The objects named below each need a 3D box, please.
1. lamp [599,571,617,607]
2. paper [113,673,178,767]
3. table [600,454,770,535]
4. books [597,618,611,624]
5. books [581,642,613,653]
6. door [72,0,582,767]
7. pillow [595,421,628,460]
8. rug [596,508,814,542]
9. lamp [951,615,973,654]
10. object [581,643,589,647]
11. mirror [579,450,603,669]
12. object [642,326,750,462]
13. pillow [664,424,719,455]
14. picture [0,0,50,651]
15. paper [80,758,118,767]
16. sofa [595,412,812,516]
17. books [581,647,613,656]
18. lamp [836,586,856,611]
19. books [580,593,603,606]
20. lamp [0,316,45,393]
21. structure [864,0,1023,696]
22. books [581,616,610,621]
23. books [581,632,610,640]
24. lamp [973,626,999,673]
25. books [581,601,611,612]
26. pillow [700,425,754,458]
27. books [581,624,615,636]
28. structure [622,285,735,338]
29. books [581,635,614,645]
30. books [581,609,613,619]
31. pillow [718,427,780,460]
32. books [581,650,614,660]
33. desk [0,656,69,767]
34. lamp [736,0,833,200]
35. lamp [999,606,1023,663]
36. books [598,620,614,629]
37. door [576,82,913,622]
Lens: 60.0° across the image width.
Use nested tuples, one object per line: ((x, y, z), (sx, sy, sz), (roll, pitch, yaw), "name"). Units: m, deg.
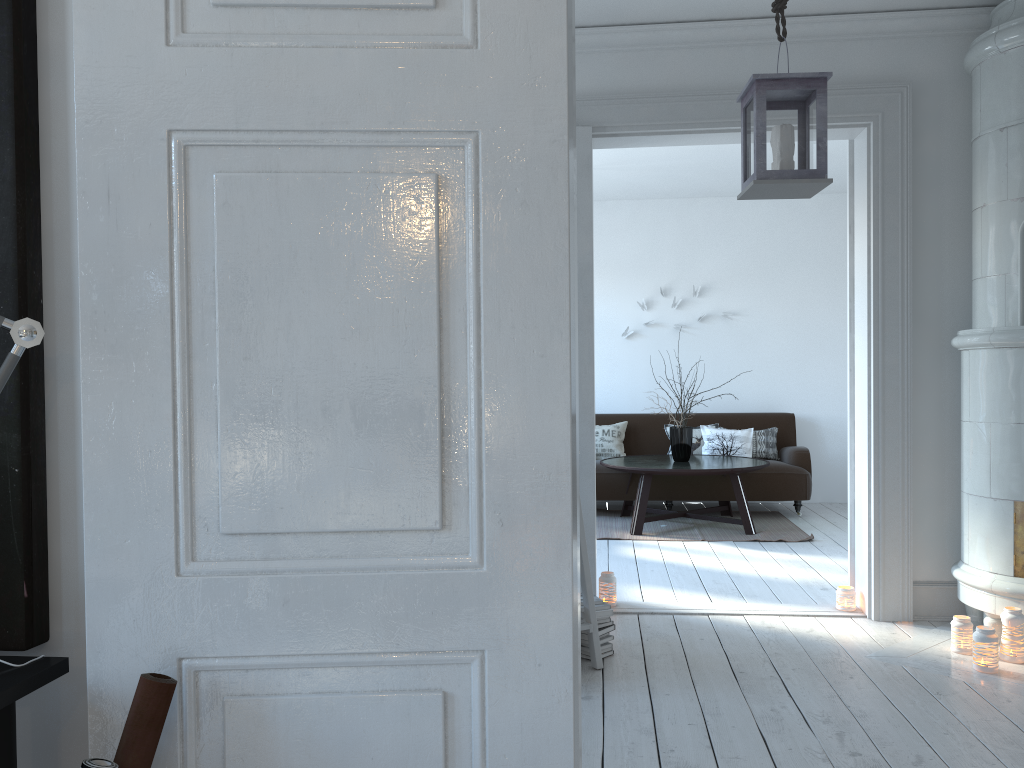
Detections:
((0.481, 1.030, 4.455), (0.089, 0.166, 0.089), (-1, 1, 5), "lamp")
((-0.558, 0.754, 1.095), (0.297, 0.747, 0.048), (-2, 2, -39), "paper")
((1.343, 0.855, 6.941), (1.300, 0.503, 1.299), (-1, 0, -4), "table")
((0.310, 0.975, 3.704), (0.128, 0.016, 0.176), (-1, 0, -28), "books")
((0.311, 1.084, 3.704), (0.128, 0.016, 0.180), (-1, 0, -39), "books")
((0.733, -0.119, 1.348), (2.599, 2.506, 0.577), (-1, 1, 6), "door")
((0.775, 0.518, 7.894), (0.519, 0.367, 0.239), (-1, 1, 6), "pillow")
((1.350, 1.079, 6.972), (1.710, 0.055, 1.456), (-1, 0, 6), "rug")
((1.862, 1.037, 3.670), (0.084, 0.146, 0.084), (0, 1, 10), "lamp")
((0.304, 1.069, 3.716), (0.111, 0.014, 0.156), (-1, 0, -41), "object")
((0.012, 0.383, 3.536), (0.610, 1.489, 0.417), (-1, 1, -29), "mirror")
((1.436, 0.073, 6.850), (0.845, 1.066, 0.525), (-1, 1, -23), "object")
((1.574, 0.522, 7.772), (0.473, 0.347, 0.158), (-1, 1, 4), "pillow")
((-1.212, -0.172, 1.409), (0.953, 1.172, 0.064), (-1, 1, 6), "picture")
((-0.592, 0.797, 1.029), (0.266, 0.669, 0.043), (-2, 2, -39), "paper")
((1.429, 0.679, 7.721), (2.165, 0.825, 0.968), (-1, 1, 6), "sofa")
((0.312, 1.100, 3.707), (0.128, 0.016, 0.176), (-1, 0, -43), "books")
((1.629, 1.047, 4.326), (0.093, 0.110, 0.093), (0, 1, 23), "lamp")
((0.303, 0.900, 3.711), (0.111, 0.014, 0.156), (-1, 0, -15), "books")
((-0.914, 0.036, 1.078), (0.616, 0.716, 0.230), (-1, 1, -23), "lamp")
((2.162, -0.222, 3.683), (1.247, 2.828, 0.800), (-1, 1, -39), "structure")
((0.310, 0.958, 3.702), (0.128, 0.016, 0.180), (-1, 0, -23), "books")
((0.303, 1.035, 3.707), (0.167, 0.022, 0.128), (0, 0, 40), "books")
((1.837, 1.028, 3.440), (0.089, 0.166, 0.089), (0, 1, 7), "lamp")
((0.311, 0.915, 3.698), (0.132, 0.017, 0.187), (-1, 0, -21), "books")
((1.856, 0.510, 7.666), (0.471, 0.309, 0.188), (-1, 1, 6), "pillow")
((0.315, 1.012, 3.698), (0.193, 0.022, 0.128), (0, 0, 38), "books")
((1.521, -0.666, 8.147), (1.025, 0.478, 0.085), (-1, 1, 6), "structure")
((0.311, 1.056, 3.702), (0.187, 0.017, 0.132), (0, 0, 43), "books")
((0.317, 0.936, 3.694), (0.128, 0.026, 0.200), (-1, 0, -23), "books")
((2.068, 0.520, 7.757), (0.542, 0.288, 0.183), (-1, 1, 7), "pillow")
((0.316, 1.118, 3.709), (0.178, 0.016, 0.128), (0, 0, 44), "books")
((-1.236, 0.775, 1.006), (1.159, 0.759, 0.651), (-1, 1, 6), "desk")
((0.809, -1.462, 2.662), (0.228, 1.763, 0.228), (-1, 1, 3), "lamp")
((2.008, 1.004, 3.555), (0.098, 0.210, 0.098), (0, 1, 10), "lamp")
((0.315, 0.992, 3.706), (0.128, 0.016, 0.178), (-1, 0, -41), "books")
((1.043, -0.132, 4.347), (2.599, 2.506, 0.577), (-1, 1, 6), "door")
